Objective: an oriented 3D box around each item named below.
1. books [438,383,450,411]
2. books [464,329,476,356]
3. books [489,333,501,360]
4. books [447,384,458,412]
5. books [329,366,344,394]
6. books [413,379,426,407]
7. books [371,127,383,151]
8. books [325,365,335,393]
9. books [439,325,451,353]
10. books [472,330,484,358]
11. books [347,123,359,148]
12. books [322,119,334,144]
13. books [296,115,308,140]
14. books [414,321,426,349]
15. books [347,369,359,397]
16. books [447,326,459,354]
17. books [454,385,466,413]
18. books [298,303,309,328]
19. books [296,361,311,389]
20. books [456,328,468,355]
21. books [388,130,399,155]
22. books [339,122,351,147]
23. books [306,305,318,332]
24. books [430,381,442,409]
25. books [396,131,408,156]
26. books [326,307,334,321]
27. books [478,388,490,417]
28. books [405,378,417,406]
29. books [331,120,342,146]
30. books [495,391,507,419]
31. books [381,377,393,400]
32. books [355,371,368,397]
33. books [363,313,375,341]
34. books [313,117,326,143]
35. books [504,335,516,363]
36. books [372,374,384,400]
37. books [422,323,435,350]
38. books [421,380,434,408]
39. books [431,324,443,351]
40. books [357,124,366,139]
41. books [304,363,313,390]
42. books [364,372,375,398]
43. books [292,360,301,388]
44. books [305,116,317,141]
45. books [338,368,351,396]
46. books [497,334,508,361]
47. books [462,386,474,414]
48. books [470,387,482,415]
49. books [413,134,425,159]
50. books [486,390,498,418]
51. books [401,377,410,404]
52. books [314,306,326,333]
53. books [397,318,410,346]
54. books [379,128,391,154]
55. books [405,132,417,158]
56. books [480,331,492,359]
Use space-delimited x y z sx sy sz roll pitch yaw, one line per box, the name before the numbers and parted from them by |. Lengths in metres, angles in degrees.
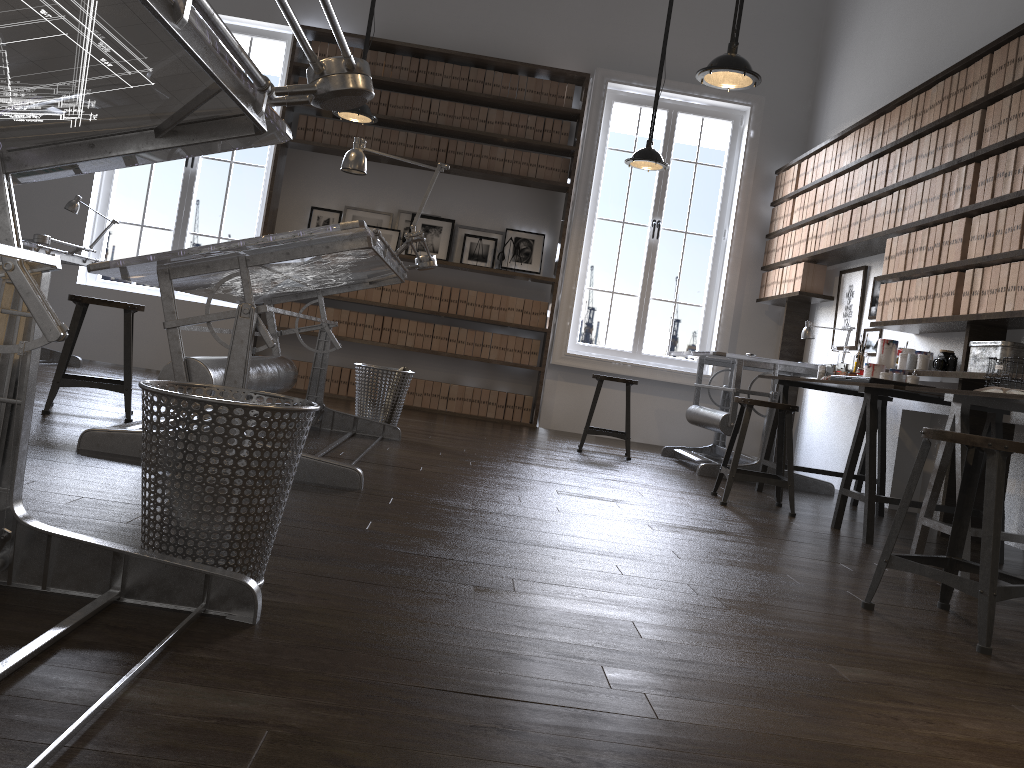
books | -0.573 0.106 7.475 0.067 0.226 0.174 9 0 -3
books | -0.357 -0.349 7.500 0.066 0.226 0.174 9 0 -3
books | -0.147 -0.317 7.505 0.066 0.226 0.174 9 0 -3
books | -0.502 0.117 7.481 0.066 0.226 0.174 9 0 -3
books | -1.471 -0.032 7.440 0.066 0.226 0.174 9 0 -3
books | -0.780 0.074 7.465 0.067 0.226 0.174 9 0 -3
books | -1.136 -2.038 7.486 0.067 0.226 0.174 9 0 -3
books | -1.541 -0.042 7.432 0.066 0.226 0.174 9 0 -3
books | -0.568 -0.381 7.483 0.067 0.226 0.174 9 0 -3
books | -0.288 -0.339 7.501 0.066 0.226 0.174 9 0 -3
books | -1.335 -2.068 7.476 0.067 0.226 0.174 9 0 -3
books | -1.542 -2.100 7.468 0.066 0.226 0.174 9 0 -3
books | -1.759 -2.133 7.463 0.066 0.226 0.174 9 0 -3
books | -0.774 -0.413 7.481 0.066 0.226 0.174 9 0 -3
books | -1.324 -0.009 7.447 0.066 0.226 0.174 9 0 -3
books | -0.497 -0.371 7.486 0.066 0.226 0.174 9 0 -3
books | -0.440 0.126 7.485 0.066 0.226 0.174 9 0 -3
books | -1.741 -0.561 7.437 0.066 0.226 0.174 9 0 -3
books | -1.747 -0.074 7.421 0.067 0.226 0.174 9 0 -3
books | -0.426 -0.360 7.493 0.066 0.226 0.174 9 0 -3
books | -0.998 -2.017 7.498 0.066 0.226 0.174 9 0 -3
books | -1.402 -2.079 7.479 0.066 0.226 0.174 9 0 -3
books | -1.672 -0.550 7.438 0.066 0.226 0.174 9 0 -3
books | -0.643 0.095 7.476 0.066 0.226 0.174 9 0 -3
books | -0.929 -2.007 7.497 0.066 0.226 0.174 9 0 -3
books | -1.531 -0.529 7.442 0.066 0.226 0.174 9 0 -3
books | -0.237 0.157 7.495 0.066 0.226 0.174 9 0 -3
books | -0.847 0.064 7.467 0.066 0.226 0.174 9 0 -3
books | -1.472 -2.090 7.475 0.066 0.226 0.174 9 0 -3
books | -0.097 0.178 7.502 0.066 0.226 0.174 9 0 -3
books | -1.054 0.032 7.456 0.066 0.226 0.174 9 0 -3
books | -1.259 0.001 7.447 0.066 0.226 0.174 9 0 -3
books | -1.196 -0.478 7.456 0.066 0.226 0.174 9 0 -3
books | -1.612 -2.111 7.470 0.066 0.226 0.174 9 0 -3
books | -0.019 -0.298 7.508 0.067 0.226 0.174 9 0 -3
books | -1.125 0.021 7.449 0.066 0.226 0.174 9 0 -3
books | -0.705 -0.403 7.482 0.066 0.226 0.174 9 0 -3
books | -0.712 0.084 7.475 0.066 0.226 0.174 9 0 -3
books | -0.631 -0.391 7.484 0.066 0.226 0.174 9 0 -3
books | -1.270 -2.059 7.483 0.066 0.226 0.174 9 0 -3
books | -1.681 -0.064 7.430 0.066 0.226 0.174 9 0 -3
books | -1.196 0.011 7.446 0.067 0.226 0.174 9 0 -3
books | -1.814 -0.084 7.423 0.066 0.226 0.174 9 0 -3
books | -1.686 -2.122 7.461 0.067 0.226 0.174 9 0 -3
books | -1.397 -0.020 7.438 0.067 0.226 0.174 9 0 -3
books | -0.085 -0.308 7.510 0.066 0.226 0.174 9 0 -3
books | -0.374 0.136 7.483 0.067 0.226 0.174 9 0 -3
books | -0.308 0.146 7.492 0.066 0.226 0.174 9 0 -3
books | -0.786 -1.985 7.500 0.067 0.226 0.174 9 0 -3
books | -0.167 0.168 7.494 0.066 0.226 0.174 9 0 -3
books | -0.909 0.054 7.462 0.066 0.226 0.174 9 0 -3
books | -1.602 -0.540 7.437 0.067 0.226 0.174 9 0 -3
books | -0.914 -0.434 7.467 0.066 0.226 0.174 9 0 -3
books | -1.067 -2.028 7.493 0.066 0.226 0.174 9 0 -3
books | -0.857 -1.995 7.497 0.066 0.226 0.174 9 0 -3
books | -0.218 -0.328 7.500 0.067 0.226 0.174 9 0 -3
